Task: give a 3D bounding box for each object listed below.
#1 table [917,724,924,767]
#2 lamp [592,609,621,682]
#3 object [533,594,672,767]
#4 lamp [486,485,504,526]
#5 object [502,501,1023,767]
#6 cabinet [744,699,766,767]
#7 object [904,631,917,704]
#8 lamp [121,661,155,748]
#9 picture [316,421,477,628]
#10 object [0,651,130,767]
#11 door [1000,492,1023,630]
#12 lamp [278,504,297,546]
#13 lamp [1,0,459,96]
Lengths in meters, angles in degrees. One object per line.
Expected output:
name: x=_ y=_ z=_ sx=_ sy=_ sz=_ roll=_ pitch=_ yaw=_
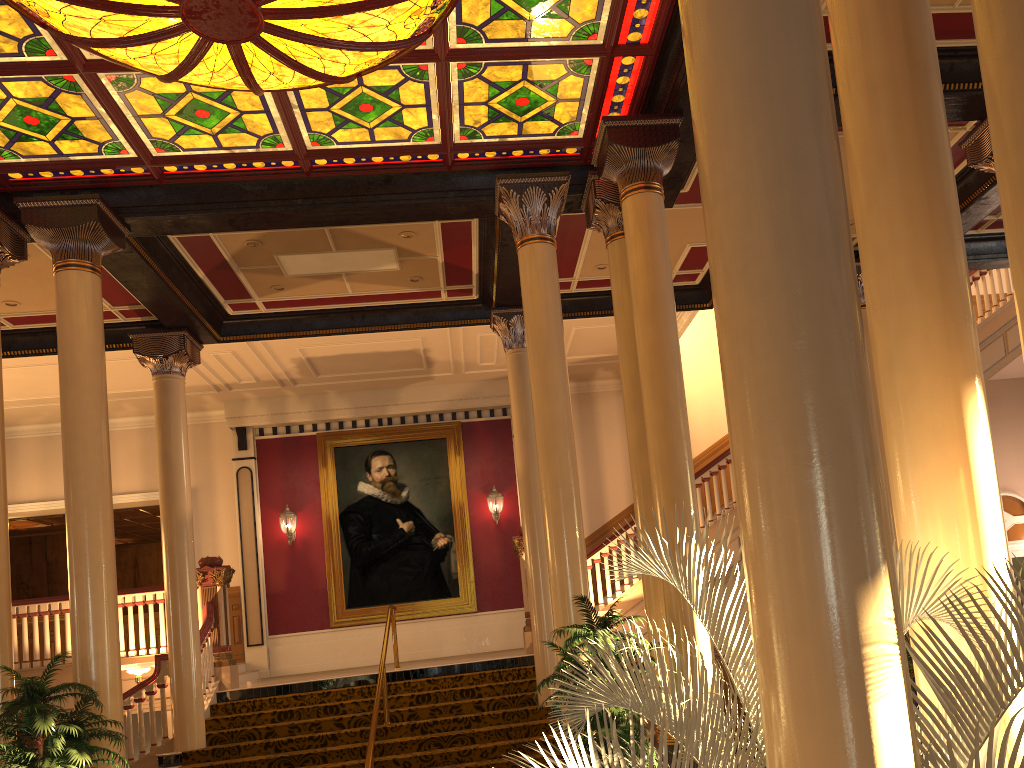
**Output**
table: x=3.992 y=3.578 z=8.395 sx=0.471 sy=0.546 sz=0.502 roll=-13 pitch=-12 yaw=34
lamp: x=1.260 y=3.964 z=11.325 sx=0.573 sy=1.979 sz=0.598 roll=-7 pitch=-6 yaw=12
object: x=0.758 y=2.700 z=6.828 sx=1.056 sy=2.115 sz=1.077 roll=-13 pitch=-10 yaw=43
lamp: x=-0.290 y=2.166 z=15.457 sx=0.320 sy=0.718 sz=0.400 roll=-6 pitch=-8 yaw=-5
object: x=0.693 y=1.467 z=2.533 sx=1.844 sy=2.218 sz=2.067 roll=-3 pitch=-10 yaw=-17
cabinet: x=3.354 y=3.929 z=9.969 sx=1.261 sy=0.853 sz=0.559 roll=-5 pitch=-8 yaw=-7
object: x=4.701 y=3.443 z=9.803 sx=0.971 sy=1.411 sz=1.180 roll=-10 pitch=-10 yaw=23
lamp: x=-4.502 y=4.412 z=10.595 sx=0.594 sy=1.979 sz=0.576 roll=-4 pitch=-7 yaw=-23
picture: x=-2.039 y=2.444 z=15.376 sx=2.560 sy=3.395 sz=0.055 roll=-5 pitch=-5 yaw=-7
object: x=-3.359 y=3.018 z=6.283 sx=1.097 sy=2.115 sz=1.038 roll=-4 pitch=-8 yaw=-17
door: x=9.752 y=3.830 z=16.977 sx=1.483 sy=3.421 sz=0.203 roll=-5 pitch=-5 yaw=-7
lamp: x=-3.851 y=2.445 z=15.011 sx=0.320 sy=0.718 sz=0.400 roll=-6 pitch=-8 yaw=-5
lamp: x=-1.673 y=-2.373 z=4.967 sx=3.016 sy=0.590 sz=3.059 roll=-4 pitch=-15 yaw=-7
